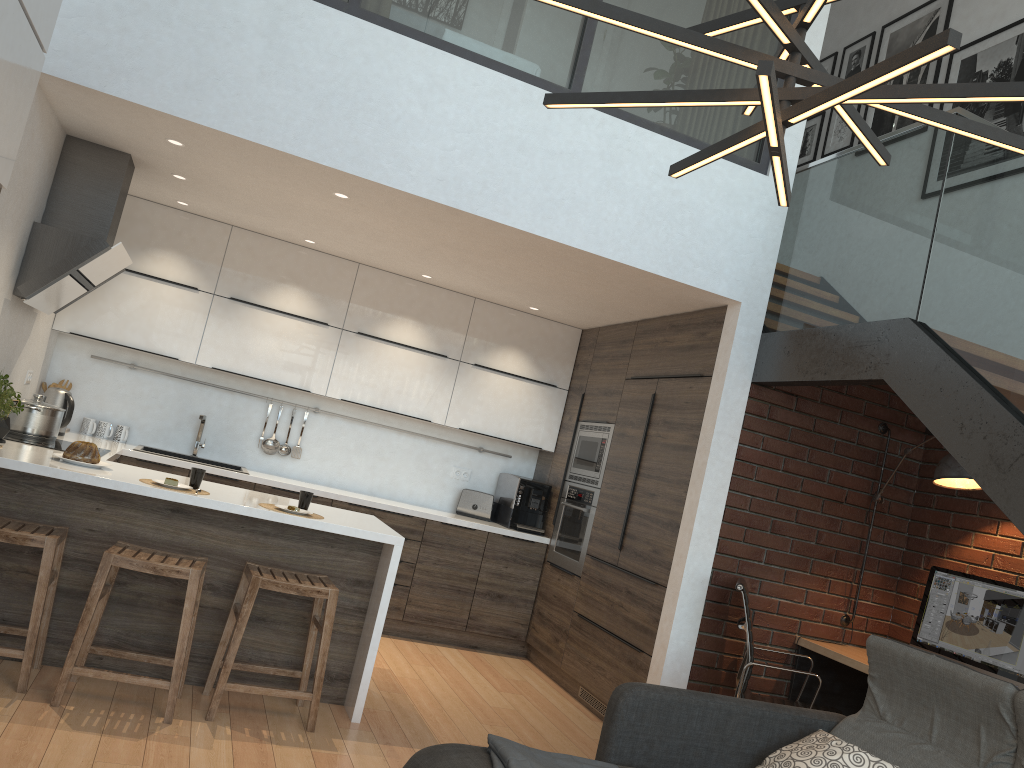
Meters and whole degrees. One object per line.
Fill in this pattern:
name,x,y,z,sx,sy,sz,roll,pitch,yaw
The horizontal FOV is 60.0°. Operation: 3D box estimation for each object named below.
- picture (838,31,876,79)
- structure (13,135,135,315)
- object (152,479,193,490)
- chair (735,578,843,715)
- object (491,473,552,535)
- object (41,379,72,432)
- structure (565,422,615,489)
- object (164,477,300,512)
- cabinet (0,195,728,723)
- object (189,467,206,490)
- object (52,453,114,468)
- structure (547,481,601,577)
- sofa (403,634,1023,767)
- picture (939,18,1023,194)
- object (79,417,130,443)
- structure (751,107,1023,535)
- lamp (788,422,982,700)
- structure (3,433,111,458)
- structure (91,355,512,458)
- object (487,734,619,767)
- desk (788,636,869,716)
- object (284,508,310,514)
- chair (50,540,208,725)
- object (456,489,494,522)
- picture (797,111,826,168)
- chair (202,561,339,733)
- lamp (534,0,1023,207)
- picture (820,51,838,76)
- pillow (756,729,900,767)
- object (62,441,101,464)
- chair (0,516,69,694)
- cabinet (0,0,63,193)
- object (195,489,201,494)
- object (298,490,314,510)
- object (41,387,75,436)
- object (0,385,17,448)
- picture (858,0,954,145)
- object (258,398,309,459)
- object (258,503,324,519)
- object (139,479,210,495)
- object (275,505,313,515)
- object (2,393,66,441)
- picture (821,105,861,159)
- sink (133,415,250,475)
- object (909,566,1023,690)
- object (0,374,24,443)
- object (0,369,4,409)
picture,2.551,-2.369,6.599,0.025,0.410,0.333,15,-5,-18
structure,-2.214,-0.836,4.672,0.407,0.998,0.898,15,-5,-18
object,-1.497,0.446,3.908,0.176,0.014,0.176,16,-6,-28
chair,1.299,1.518,4.323,0.700,0.991,0.651,12,-5,16
object,0.077,0.875,6.517,0.274,0.378,0.532,15,-5,-18
object,-2.888,0.120,5.598,0.221,0.316,0.330,15,-5,-18
structure,0.729,0.528,6.070,0.459,0.430,0.595,15,-5,-18
object,-1.243,0.497,3.965,0.597,0.039,0.064,15,-6,-22
cabinet,-1.015,0.325,5.174,3.495,2.401,2.401,15,-5,-18
object,-1.438,0.432,4.039,0.066,0.093,0.066,12,-5,17
object,-1.928,0.350,3.984,0.261,0.021,0.261,16,-6,-24
structure,0.598,1.009,6.019,0.495,0.570,0.595,15,-5,-18
sofa,0.848,1.164,1.617,2.108,0.995,3.169,15,-5,-18
picture,2.832,-1.641,5.197,0.025,0.990,0.871,15,-5,-18
object,-2.663,0.301,5.802,0.297,0.105,0.112,15,-5,-17
structure,2.187,0.626,3.561,1.289,3.460,5.660,15,-5,-18
lamp,2.067,1.192,4.463,0.462,2.003,1.054,17,-6,-35
structure,-2.397,0.303,4.591,0.550,0.006,0.609,15,-5,-18
structure,-1.384,0.187,6.286,3.000,0.045,0.050,15,-5,-18
object,0.162,1.288,2.453,0.548,0.369,0.685,14,-5,-11
desk,2.068,1.778,3.798,0.610,0.750,2.182,15,-5,-18
object,-0.966,0.577,3.997,0.126,0.012,0.025,13,-5,0
chair,-1.516,0.991,3.608,0.450,0.600,0.350,15,-5,-13
object,-0.266,0.890,6.557,0.260,0.195,0.177,13,-5,2
picture,2.305,-1.893,6.944,0.025,0.410,0.333,15,-5,-18
chair,-1.033,1.128,3.857,0.450,0.600,0.350,15,-6,-21
lamp,0.924,-2.214,1.873,1.200,3.645,0.831,14,-5,-8
picture,2.417,-2.367,6.988,0.025,0.410,0.333,15,-5,-18
pillow,1.379,1.256,1.912,0.386,0.364,2.734,15,-5,-15
object,-1.932,0.309,3.995,0.155,0.101,0.161,15,-6,-23
chair,-2.074,0.853,3.546,0.450,0.600,0.350,15,-5,-18
cabinet,-0.975,-0.153,0.424,0.338,2.494,4.036,15,-5,-18
object,-1.392,0.475,3.927,0.025,0.011,0.126,15,-5,-14
object,-0.974,0.553,4.165,0.066,0.093,0.066,8,-7,45
object,-2.691,0.156,5.217,0.179,0.270,0.220,16,-6,-31
object,-2.308,0.117,3.896,0.221,0.283,0.211,14,-5,-5
picture,2.667,-2.097,6.036,0.025,0.990,0.654,15,-5,-18
object,-1.597,0.316,6.203,0.320,0.389,0.069,15,-5,-17
object,-1.014,0.585,4.080,0.304,0.002,0.304,12,-5,14
object,-1.499,0.458,3.946,0.305,0.002,0.305,9,-7,40
object,-0.995,0.577,4.041,0.176,0.014,0.176,15,-5,-14
object,-2.531,0.162,4.689,0.288,0.223,0.315,11,-6,23
picture,2.440,-1.899,6.555,0.025,0.410,0.333,15,-5,-18
sink,-2.064,0.459,5.757,0.706,0.518,0.512,15,-5,-18
object,2.145,1.174,4.230,0.431,0.535,0.716,15,-5,-18
object,-2.363,0.107,4.085,0.179,0.311,0.172,14,-5,-7
object,-2.230,0.073,3.694,0.186,0.367,0.196,15,-5,-18
